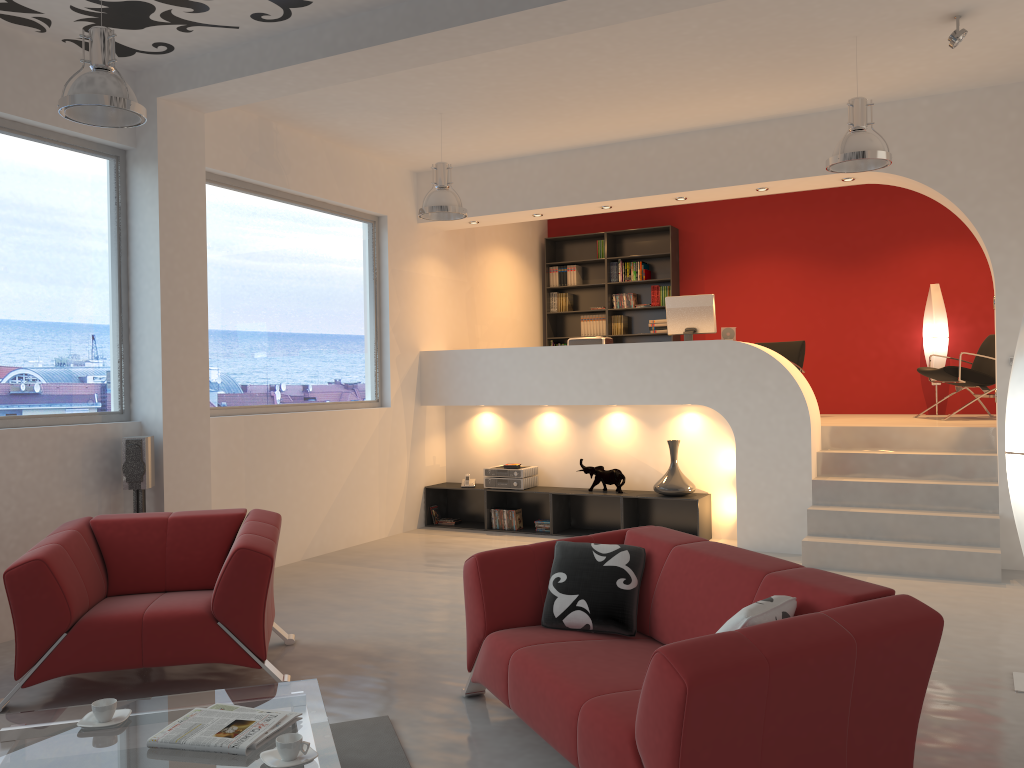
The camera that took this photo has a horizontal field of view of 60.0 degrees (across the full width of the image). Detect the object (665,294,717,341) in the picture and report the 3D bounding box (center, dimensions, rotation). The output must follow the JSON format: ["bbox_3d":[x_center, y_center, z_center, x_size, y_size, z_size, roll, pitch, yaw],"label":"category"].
[{"bbox_3d":[1.648,-0.586,8.150,0.458,0.452,0.230,-1,0,28],"label":"object"}]

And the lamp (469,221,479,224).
[{"bbox_3d":[-0.376,-1.589,8.747,0.105,0.011,0.105,-1,0,32],"label":"lamp"}]

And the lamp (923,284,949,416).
[{"bbox_3d":[4.369,-0.353,9.142,0.237,1.349,0.237,-1,0,36],"label":"lamp"}]

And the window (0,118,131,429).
[{"bbox_3d":[-3.150,-0.639,4.850,0.100,1.800,2.400,-1,0,28],"label":"window"}]

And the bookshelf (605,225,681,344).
[{"bbox_3d":[1.579,-0.739,10.656,0.816,2.213,0.305,-1,0,28],"label":"bookshelf"}]

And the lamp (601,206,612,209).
[{"bbox_3d":[0.862,-1.610,8.094,0.105,0.011,0.105,-1,0,17],"label":"lamp"}]

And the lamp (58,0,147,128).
[{"bbox_3d":[-1.939,-1.664,4.193,0.379,0.800,0.379,-1,0,-33],"label":"lamp"}]

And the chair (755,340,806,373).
[{"bbox_3d":[2.575,-0.046,9.140,0.768,0.795,0.664,-1,0,-42],"label":"chair"}]

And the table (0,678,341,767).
[{"bbox_3d":[-1.097,1.279,2.685,1.097,0.286,1.162,-1,0,-17],"label":"table"}]

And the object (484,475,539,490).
[{"bbox_3d":[-0.013,0.943,8.566,0.430,0.100,0.365,-1,0,28],"label":"object"}]

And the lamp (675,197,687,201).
[{"bbox_3d":[1.481,-1.620,7.768,0.105,0.011,0.105,-1,0,17],"label":"lamp"}]

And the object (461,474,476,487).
[{"bbox_3d":[-0.426,0.941,8.695,0.130,0.117,0.146,-1,0,3],"label":"object"}]

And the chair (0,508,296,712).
[{"bbox_3d":[-1.763,1.069,4.442,1.288,0.738,0.951,-1,0,-12],"label":"chair"}]

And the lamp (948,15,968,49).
[{"bbox_3d":[2.602,-2.053,5.175,0.118,0.176,0.112,-1,0,-20],"label":"lamp"}]

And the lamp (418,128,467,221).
[{"bbox_3d":[-0.541,-1.693,6.847,0.379,0.800,0.379,-1,0,-1],"label":"lamp"}]

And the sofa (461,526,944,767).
[{"bbox_3d":[0.527,1.030,3.295,0.951,0.738,1.929,-1,0,-22],"label":"sofa"}]

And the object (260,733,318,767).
[{"bbox_3d":[-0.668,1.094,2.655,0.153,0.069,0.153,-1,0,-36],"label":"object"}]

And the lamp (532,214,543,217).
[{"bbox_3d":[0.243,-1.600,8.421,0.105,0.011,0.105,-1,0,17],"label":"lamp"}]

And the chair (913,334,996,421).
[{"bbox_3d":[4.274,-0.074,8.310,0.768,0.795,0.664,-1,0,3],"label":"chair"}]

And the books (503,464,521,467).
[{"bbox_3d":[0.003,0.783,8.539,0.135,0.015,0.190,-1,0,13],"label":"books"}]

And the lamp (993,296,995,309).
[{"bbox_3d":[3.618,-0.611,6.653,0.011,0.105,0.105,-1,0,28],"label":"lamp"}]

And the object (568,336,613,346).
[{"bbox_3d":[0.808,-0.346,8.686,0.397,0.217,0.458,-1,0,28],"label":"object"}]

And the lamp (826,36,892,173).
[{"bbox_3d":[2.121,-1.738,5.444,0.379,0.800,0.379,-1,0,-1],"label":"lamp"}]

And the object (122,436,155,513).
[{"bbox_3d":[-2.359,0.890,5.623,0.214,1.112,0.229,-1,0,-7],"label":"object"}]

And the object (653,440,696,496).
[{"bbox_3d":[1.428,0.738,7.809,0.369,0.481,0.369,-1,0,-7],"label":"object"}]

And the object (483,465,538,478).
[{"bbox_3d":[-0.011,0.845,8.573,0.430,0.077,0.349,-1,0,28],"label":"object"}]

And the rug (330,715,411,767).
[{"bbox_3d":[-1.083,1.424,2.688,1.700,0.025,1.700,-1,0,-17],"label":"rug"}]

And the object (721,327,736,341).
[{"bbox_3d":[1.965,-0.439,8.041,0.133,0.147,0.151,-1,0,11],"label":"object"}]

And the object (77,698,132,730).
[{"bbox_3d":[-1.370,1.106,2.984,0.153,0.069,0.153,-1,0,-6],"label":"object"}]

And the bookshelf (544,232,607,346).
[{"bbox_3d":[0.857,-0.727,11.036,0.816,2.213,0.305,-1,0,28],"label":"bookshelf"}]

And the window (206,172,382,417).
[{"bbox_3d":[-1.845,-0.666,7.327,0.100,1.800,2.400,-1,0,28],"label":"window"}]

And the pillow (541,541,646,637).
[{"bbox_3d":[0.347,0.856,3.743,0.402,0.343,0.288,-1,0,20],"label":"pillow"}]

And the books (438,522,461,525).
[{"bbox_3d":[-0.621,1.389,8.869,0.190,0.015,0.135,-1,0,28],"label":"books"}]

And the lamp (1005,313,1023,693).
[{"bbox_3d":[2.408,0.475,4.000,0.313,1.779,0.313,-1,0,36],"label":"lamp"}]

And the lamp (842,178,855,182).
[{"bbox_3d":[2.703,-1.641,7.124,0.105,0.011,0.105,-1,0,17],"label":"lamp"}]

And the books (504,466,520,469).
[{"bbox_3d":[0.002,0.798,8.529,0.135,0.015,0.190,-1,0,8],"label":"books"}]

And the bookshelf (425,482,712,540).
[{"bbox_3d":[0.453,1.193,8.326,2.764,0.397,0.405,-1,0,28],"label":"bookshelf"}]

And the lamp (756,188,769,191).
[{"bbox_3d":[2.101,-1.631,7.442,0.105,0.011,0.105,-1,0,17],"label":"lamp"}]

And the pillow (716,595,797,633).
[{"bbox_3d":[0.719,0.851,2.818,0.288,0.343,0.402,-1,0,35],"label":"pillow"}]

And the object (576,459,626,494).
[{"bbox_3d":[0.826,0.841,8.154,0.507,0.296,0.191,-1,0,43],"label":"object"}]

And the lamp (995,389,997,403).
[{"bbox_3d":[3.630,0.088,6.655,0.011,0.105,0.105,-1,0,28],"label":"lamp"}]
